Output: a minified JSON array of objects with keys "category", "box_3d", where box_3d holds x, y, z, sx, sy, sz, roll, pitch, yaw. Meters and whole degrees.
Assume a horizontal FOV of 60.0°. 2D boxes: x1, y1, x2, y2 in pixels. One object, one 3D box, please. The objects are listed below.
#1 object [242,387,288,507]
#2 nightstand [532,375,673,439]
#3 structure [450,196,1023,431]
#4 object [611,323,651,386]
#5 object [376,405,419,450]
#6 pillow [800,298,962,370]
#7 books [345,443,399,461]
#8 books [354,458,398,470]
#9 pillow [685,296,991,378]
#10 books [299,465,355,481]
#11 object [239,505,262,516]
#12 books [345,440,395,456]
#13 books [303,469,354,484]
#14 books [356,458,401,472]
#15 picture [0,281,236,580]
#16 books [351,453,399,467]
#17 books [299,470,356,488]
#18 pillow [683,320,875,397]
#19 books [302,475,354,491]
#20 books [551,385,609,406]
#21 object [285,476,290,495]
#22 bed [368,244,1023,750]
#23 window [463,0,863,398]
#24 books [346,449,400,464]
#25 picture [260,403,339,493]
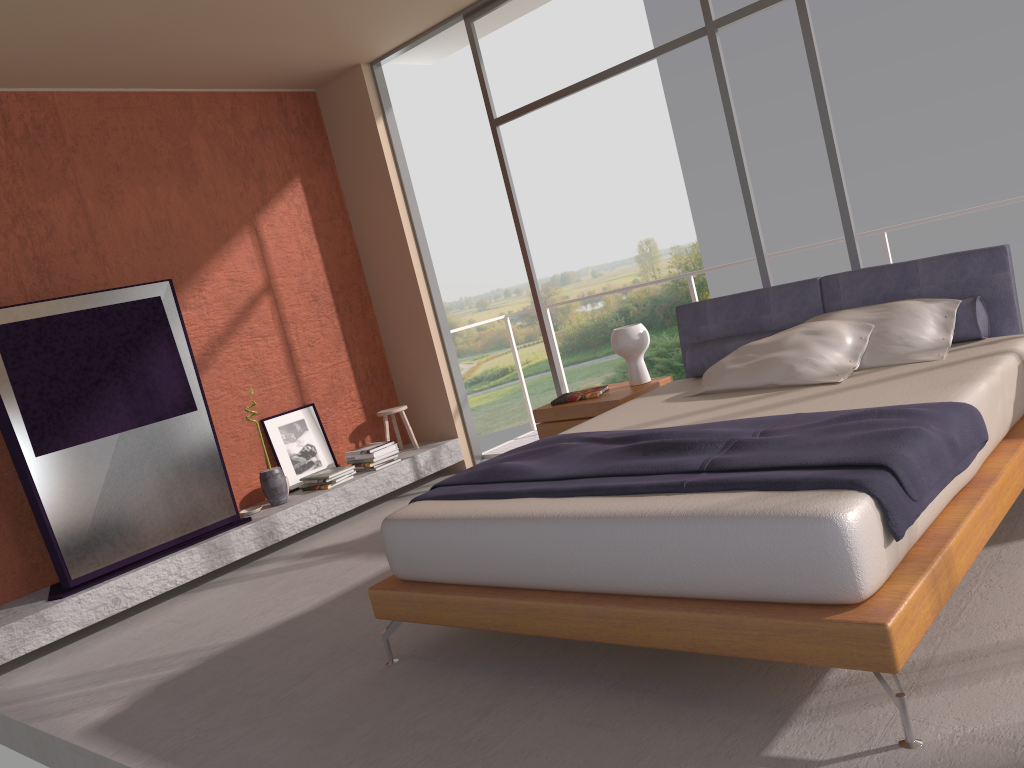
[{"category":"object","box_3d":[-1.648,0.413,5.871,0.165,0.810,0.165,-17,6,-24]},{"category":"nightstand","box_3d":[0.592,0.320,5.189,0.628,0.556,0.562,-9,8,43]},{"category":"structure","box_3d":[2.628,-0.441,4.622,7.689,1.005,0.728,-9,8,43]},{"category":"object","box_3d":[0.703,-0.168,5.121,0.224,0.338,0.224,-18,7,-35]},{"category":"object","box_3d":[-0.875,0.357,6.857,0.260,0.349,0.257,-13,6,12]},{"category":"pillow","box_3d":[1.584,-0.199,3.994,0.791,0.265,0.400,-8,8,45]},{"category":"books","box_3d":[-1.023,0.499,6.468,0.319,0.038,0.247,-9,8,40]},{"category":"books","box_3d":[-1.007,0.578,6.481,0.287,0.018,0.247,-9,8,42]},{"category":"pillow","box_3d":[1.517,-0.207,4.327,1.470,0.201,0.205,-9,8,43]},{"category":"books","box_3d":[-1.290,0.625,6.199,0.328,0.018,0.247,-9,8,40]},{"category":"object","box_3d":[-1.708,0.841,5.818,0.152,0.040,0.152,-15,6,-12]},{"category":"books","box_3d":[-1.035,0.469,6.469,0.287,0.025,0.247,-9,8,42]},{"category":"books","box_3d":[-1.280,0.644,6.199,0.287,0.025,0.247,-8,8,45]},{"category":"books","box_3d":[-0.998,0.595,6.478,0.328,0.018,0.247,-8,8,44]},{"category":"picture","box_3d":[-2.267,0.217,5.104,0.126,1.496,1.129,-9,8,43]},{"category":"books","box_3d":[-0.997,0.556,6.459,0.247,0.025,0.287,-18,7,-36]},{"category":"books","box_3d":[-1.287,0.668,6.209,0.328,0.018,0.247,-11,7,27]},{"category":"pillow","box_3d":[1.208,-0.105,4.103,0.431,0.264,0.869,-19,8,-39]},{"category":"books","box_3d":[-1.284,0.692,6.196,0.287,0.025,0.247,-9,8,39]},{"category":"books","box_3d":[0.399,0.067,5.190,0.287,0.025,0.247,-12,6,23]},{"category":"object","box_3d":[-1.616,0.729,6.105,0.179,0.137,0.180,-18,7,-34]},{"category":"bed","box_3d":[0.889,0.213,3.601,2.017,0.959,2.462,-9,8,43]},{"category":"window","box_3d":[2.272,-1.316,4.098,6.106,3.133,0.075,-9,8,43]},{"category":"books","box_3d":[-1.015,0.530,6.472,0.328,0.027,0.247,-8,8,44]},{"category":"picture","box_3d":[-1.519,0.455,6.405,0.117,0.550,0.458,-9,8,43]}]
